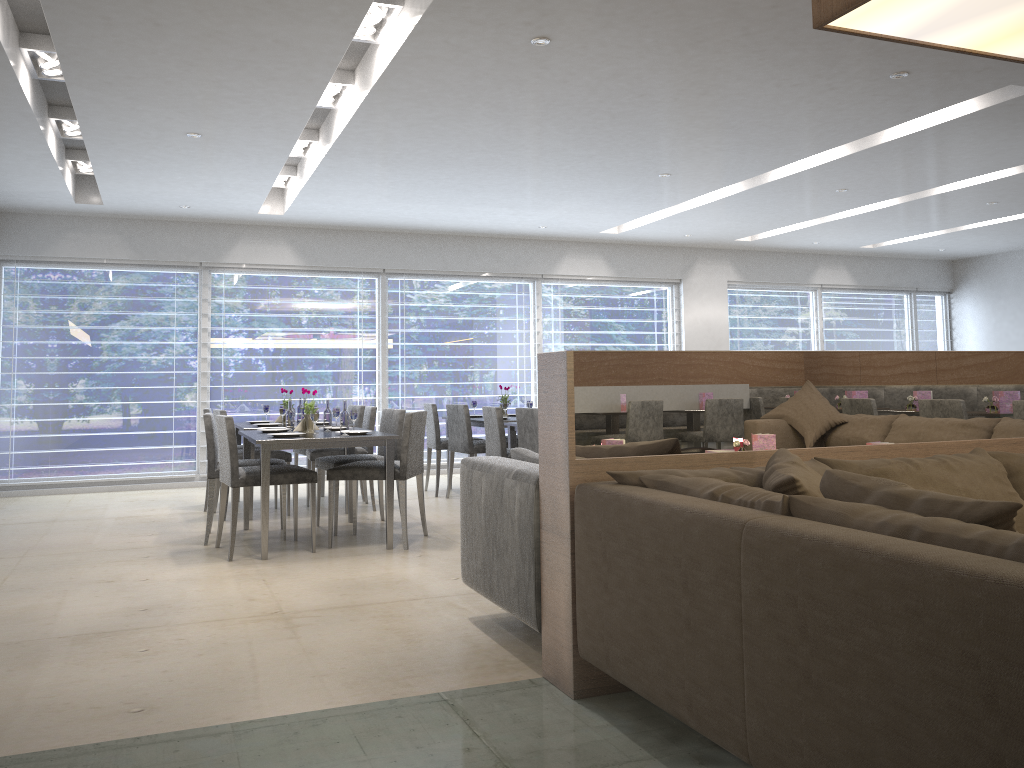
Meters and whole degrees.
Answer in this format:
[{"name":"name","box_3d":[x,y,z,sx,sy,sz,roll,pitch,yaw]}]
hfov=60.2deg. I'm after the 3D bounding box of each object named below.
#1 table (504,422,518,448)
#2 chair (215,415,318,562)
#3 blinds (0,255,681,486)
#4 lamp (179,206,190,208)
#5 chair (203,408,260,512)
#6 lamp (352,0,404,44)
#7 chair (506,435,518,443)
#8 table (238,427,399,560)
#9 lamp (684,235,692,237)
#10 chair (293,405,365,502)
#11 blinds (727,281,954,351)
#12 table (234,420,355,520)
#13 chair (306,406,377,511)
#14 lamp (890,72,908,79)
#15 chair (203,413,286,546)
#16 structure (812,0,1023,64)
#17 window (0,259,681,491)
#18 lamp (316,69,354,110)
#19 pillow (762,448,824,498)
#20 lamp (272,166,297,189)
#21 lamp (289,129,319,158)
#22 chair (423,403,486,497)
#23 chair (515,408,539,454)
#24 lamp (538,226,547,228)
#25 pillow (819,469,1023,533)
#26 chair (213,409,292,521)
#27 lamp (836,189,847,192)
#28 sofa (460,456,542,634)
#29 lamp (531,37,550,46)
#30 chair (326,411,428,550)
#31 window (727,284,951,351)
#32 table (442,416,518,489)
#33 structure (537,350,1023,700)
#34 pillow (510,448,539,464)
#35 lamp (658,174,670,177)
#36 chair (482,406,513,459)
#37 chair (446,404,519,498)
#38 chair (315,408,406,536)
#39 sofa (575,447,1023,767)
[{"name":"table","box_3d":[0.517,0.592,6.042,0.777,0.637,1.185,0,-1,-22]},{"name":"chair","box_3d":[-1.403,0.555,5.009,0.492,0.766,0.475,1,-4,-27]},{"name":"blinds","box_3d":[-1.316,-0.176,9.049,7.094,2.055,0.045,-1,-4,-22]},{"name":"lamp","box_3d":[-2.856,-1.546,7.720,0.089,0.007,0.089,-1,0,23]},{"name":"chair","box_3d":[-2.150,0.568,6.906,0.492,0.766,0.475,0,-3,-17]},{"name":"lamp","box_3d":[-0.695,-1.785,4.292,0.226,0.102,0.486,0,0,-22]},{"name":"chair","box_3d":[0.189,0.536,7.839,0.492,0.766,0.475,1,-4,-27]},{"name":"table","box_3d":[-1.210,0.616,5.359,0.777,0.637,1.185,0,-1,-22]},{"name":"lamp","box_3d":[1.911,-1.612,9.603,0.089,0.007,0.089,-1,0,23]},{"name":"chair","box_3d":[-1.480,0.559,7.179,0.492,0.766,0.475,1,-4,-27]},{"name":"blinds","box_3d":[4.282,-0.254,11.261,3.649,2.055,0.045,0,-4,-22]},{"name":"table","box_3d":[-1.710,0.625,6.789,0.777,0.637,1.185,0,-1,-22]},{"name":"chair","box_3d":[-1.287,0.556,6.671,0.492,0.766,0.475,0,-3,-17]},{"name":"lamp","box_3d":[2.031,-1.619,4.639,0.089,0.007,0.089,-1,0,23]},{"name":"chair","box_3d":[-1.650,0.559,5.476,0.492,0.766,0.475,0,-3,-17]},{"name":"structure","box_3d":[2.416,-1.333,1.832,2.441,0.622,2.438,-1,0,-22]},{"name":"window","box_3d":[-1.344,-0.149,9.149,7.100,2.085,0.158,-1,-4,-22]},{"name":"lamp","box_3d":[-1.115,-1.778,5.350,0.226,0.102,0.486,0,0,-22]},{"name":"pillow","box_3d":[0.810,0.363,2.312,0.297,0.358,0.501,-1,-2,11]},{"name":"lamp","box_3d":[-1.988,-1.763,7.551,0.226,0.102,0.486,0,0,-22]},{"name":"lamp","box_3d":[-1.578,-1.770,6.519,0.226,0.102,0.486,0,0,-22]},{"name":"chair","box_3d":[-0.481,0.545,7.565,0.492,0.766,0.475,0,-3,-17]},{"name":"chair","box_3d":[0.324,0.531,5.691,0.492,0.766,0.475,1,-4,-27]},{"name":"lamp","box_3d":[0.313,-1.590,8.971,0.089,0.007,0.089,-1,0,23]},{"name":"pillow","box_3d":[0.887,0.359,1.821,0.312,0.341,0.492,0,-2,-27]},{"name":"chair","box_3d":[-1.903,0.564,6.439,0.492,0.766,0.475,1,-4,-27]},{"name":"lamp","box_3d":[2.770,-1.626,7.437,0.089,0.007,0.089,-1,0,23]},{"name":"sofa","box_3d":[1.688,0.578,3.850,3.797,0.632,0.832,-1,-2,-22]},{"name":"lamp","box_3d":[0.132,-1.592,4.113,0.089,0.007,0.089,-1,0,23]},{"name":"chair","box_3d":[-0.779,0.547,5.226,0.492,0.766,0.475,-1,-3,8]},{"name":"window","box_3d":[4.236,-0.226,11.353,3.658,2.085,0.158,0,-4,-22]},{"name":"table","box_3d":[-0.041,0.601,7.448,0.777,0.637,1.185,0,-1,-22]},{"name":"structure","box_3d":[1.882,0.382,3.384,3.772,1.014,0.223,-1,-4,-22]},{"name":"pillow","box_3d":[0.156,0.418,3.333,0.151,0.326,0.572,1,-2,-22]},{"name":"lamp","box_3d":[1.172,-1.604,6.805,0.089,0.007,0.089,-1,0,23]},{"name":"chair","box_3d":[0.077,0.536,6.158,0.492,0.766,0.475,0,-3,-17]},{"name":"chair","box_3d":[-0.233,0.541,7.098,0.492,0.766,0.475,1,-4,-27]},{"name":"chair","box_3d":[-0.982,0.550,5.760,0.492,0.766,0.475,1,-4,-27]},{"name":"sofa","box_3d":[2.505,0.540,1.775,3.765,0.679,3.168,-1,0,-22]}]
